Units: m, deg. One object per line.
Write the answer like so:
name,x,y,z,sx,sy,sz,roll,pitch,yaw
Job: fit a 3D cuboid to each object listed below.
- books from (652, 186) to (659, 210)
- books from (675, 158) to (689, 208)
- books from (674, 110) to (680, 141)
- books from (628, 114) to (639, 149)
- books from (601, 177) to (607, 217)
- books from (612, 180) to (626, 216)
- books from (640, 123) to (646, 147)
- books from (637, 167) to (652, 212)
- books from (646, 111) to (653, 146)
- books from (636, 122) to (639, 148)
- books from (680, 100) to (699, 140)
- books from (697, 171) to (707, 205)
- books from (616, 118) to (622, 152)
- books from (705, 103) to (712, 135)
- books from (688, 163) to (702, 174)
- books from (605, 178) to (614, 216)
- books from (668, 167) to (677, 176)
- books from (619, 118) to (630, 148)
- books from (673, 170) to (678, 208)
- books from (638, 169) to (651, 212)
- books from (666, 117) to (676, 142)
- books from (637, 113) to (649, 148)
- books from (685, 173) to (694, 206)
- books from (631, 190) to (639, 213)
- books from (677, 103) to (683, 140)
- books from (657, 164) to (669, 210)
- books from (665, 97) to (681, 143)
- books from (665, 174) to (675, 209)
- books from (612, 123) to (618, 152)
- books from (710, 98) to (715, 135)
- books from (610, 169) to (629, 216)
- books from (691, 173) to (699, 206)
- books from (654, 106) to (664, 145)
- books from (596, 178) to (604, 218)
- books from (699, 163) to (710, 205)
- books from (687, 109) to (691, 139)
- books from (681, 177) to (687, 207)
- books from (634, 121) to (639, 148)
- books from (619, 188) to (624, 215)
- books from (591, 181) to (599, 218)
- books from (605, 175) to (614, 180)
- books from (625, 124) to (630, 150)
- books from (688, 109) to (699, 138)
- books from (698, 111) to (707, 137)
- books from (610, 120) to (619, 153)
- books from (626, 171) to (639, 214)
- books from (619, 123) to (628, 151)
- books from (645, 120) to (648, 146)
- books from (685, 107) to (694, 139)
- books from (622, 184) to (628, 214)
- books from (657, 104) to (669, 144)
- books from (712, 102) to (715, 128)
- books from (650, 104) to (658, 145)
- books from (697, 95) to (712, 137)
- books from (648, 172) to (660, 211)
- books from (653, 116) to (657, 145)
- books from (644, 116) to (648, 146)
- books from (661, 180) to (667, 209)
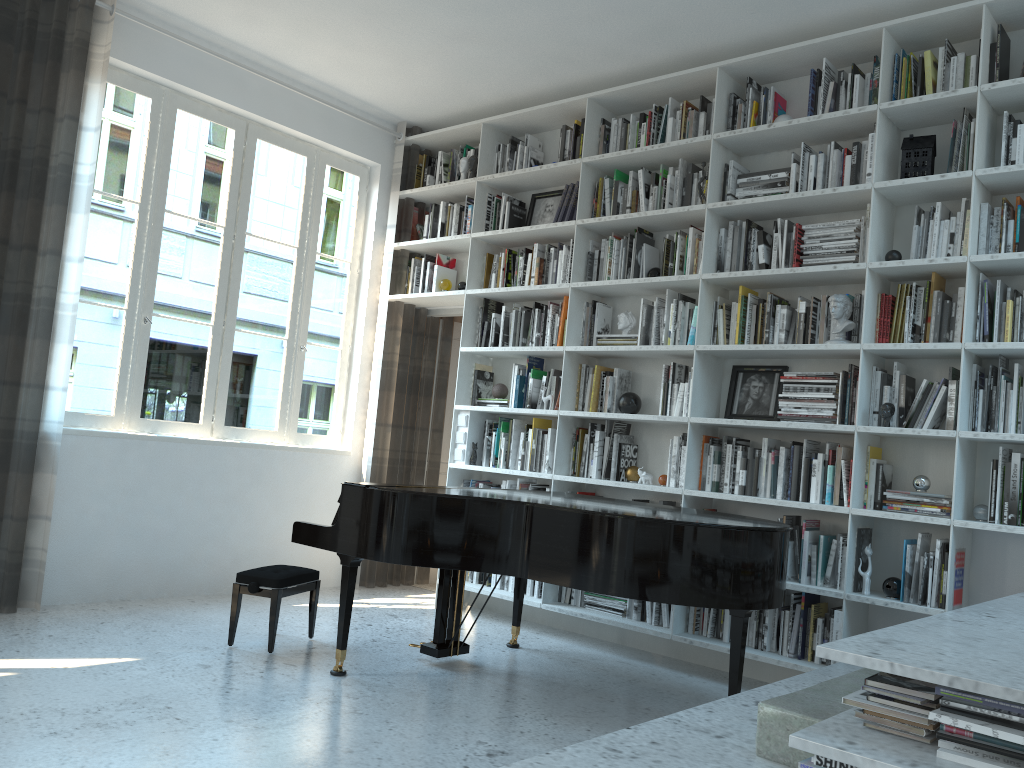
books,0.844,-1.000,4.987,0.028,0.180,0.168,2,-5,41
books,0.961,-1.064,4.884,0.011,0.313,0.183,2,-5,41
books,0.956,-1.390,4.955,0.026,0.235,0.134,2,-5,41
books,0.727,-1.411,5.148,0.010,0.264,0.160,2,-5,41
books,0.576,-1.061,5.230,0.010,0.287,0.148,2,-5,41
books,0.651,-1.037,5.150,0.031,0.241,0.181,2,-5,41
books,0.793,-1.377,5.095,0.030,0.201,0.152,2,-5,41
books,0.769,-1.068,5.084,0.013,0.315,0.135,2,-5,41
books,0.823,-1.402,5.058,0.013,0.251,0.183,2,-5,41
books,0.763,-1.384,5.135,0.012,0.216,0.150,2,-5,41
books,0.993,-1.406,4.901,0.014,0.266,0.192,2,-5,41
books,1.058,-1.021,4.823,0.024,0.237,0.153,2,-5,41
books,0.673,-1.406,5.196,0.023,0.251,0.170,2,-5,41
books,1.102,-1.387,4.822,0.026,0.237,0.149,2,-5,41
books,1.005,-1.049,4.874,0.022,0.290,0.146,2,-5,41
books,0.608,-1.053,5.209,0.067,0.274,0.168,2,-5,41
books,0.911,-1.050,4.951,0.026,0.286,0.138,2,-5,41
books,0.683,-1.405,5.181,0.012,0.249,0.174,2,-5,41
books,0.943,-1.037,4.914,0.028,0.260,0.135,2,-5,41
books,0.784,-1.055,5.035,0.075,0.285,0.178,2,-5,41
books,0.927,-1.369,4.966,0.031,0.190,0.181,2,-5,41
books,0.780,-1.410,5.123,0.028,0.267,0.151,2,-5,41
books,1.008,-1.015,4.840,0.030,0.217,0.182,2,-5,41
books,0.740,-1.003,5.089,0.034,0.180,0.160,2,-5,41
books,0.973,-1.406,4.944,0.014,0.269,0.156,2,-5,41
books,0.864,-1.063,4.978,0.012,0.307,0.145,2,-5,41
books,0.921,-1.431,4.991,0.014,0.315,0.166,2,-5,41
books,0.911,-1.023,4.916,0.021,0.226,0.191,2,-5,41
books,0.652,-1.391,5.208,0.023,0.220,0.181,2,-5,41
books,1.129,-1.397,4.811,0.029,0.261,0.151,2,-5,41
books,0.637,-1.074,5.165,0.012,0.314,0.171,2,-5,41
books,1.030,-1.017,4.826,0.022,0.222,0.161,2,-5,41
books,0.863,-1.414,5.024,0.013,0.276,0.164,2,-5,41
books,0.558,-1.060,5.248,0.013,0.283,0.159,2,-5,41
books,1.077,-1.036,4.783,0.055,0.263,0.167,2,-5,41
books,1.013,-1.376,4.872,0.013,0.207,0.178,2,-5,41
books,0.983,-1.012,4.885,0.024,0.213,0.150,2,-5,41
books,0.756,-1.393,5.154,0.025,0.234,0.129,2,-5,41
books,0.678,-1.015,5.141,0.024,0.201,0.153,2,-5,41
books,0.533,-1.048,5.248,0.023,0.256,0.175,2,-5,41
books,0.582,-1.069,5.255,0.014,0.308,0.130,2,-5,41
books,0.714,-1.383,5.152,0.014,0.207,0.166,2,-5,41
books,1.026,-1.373,4.857,0.026,0.200,0.187,2,-5,41
books,1.071,-1.363,4.832,0.031,0.184,0.177,2,-5,41
books,0.636,-1.409,5.230,0.031,0.254,0.145,2,-5,41
books,0.717,-1.060,5.104,0.023,0.293,0.156,2,-5,41
books,0.689,-1.386,5.157,0.029,0.207,0.178,2,-5,41
books,0.812,-1.385,5.065,0.011,0.215,0.160,2,-5,41
books,1.009,-1.386,4.894,0.021,0.228,0.161,2,-5,41
books,0.694,-1.024,5.119,0.029,0.218,0.158,2,-5,41
books,0.885,-1.412,5.001,0.052,0.272,0.172,2,-5,41
books,1.135,-1.382,4.776,0.026,0.225,0.172,2,-5,41
books,0.836,-1.425,5.054,0.010,0.298,0.151,2,-5,41
books,1.064,-1.413,4.853,0.013,0.285,0.160,2,-5,41
books,0.832,-1.042,5.012,0.027,0.265,0.168,2,-5,41
books,0.855,-1.392,5.048,0.029,0.235,0.130,2,-5,41
books,0.809,-1.394,5.079,0.013,0.234,0.155,2,-5,41
books,0.886,-1.014,4.951,0.010,0.208,0.173,2,-5,41
